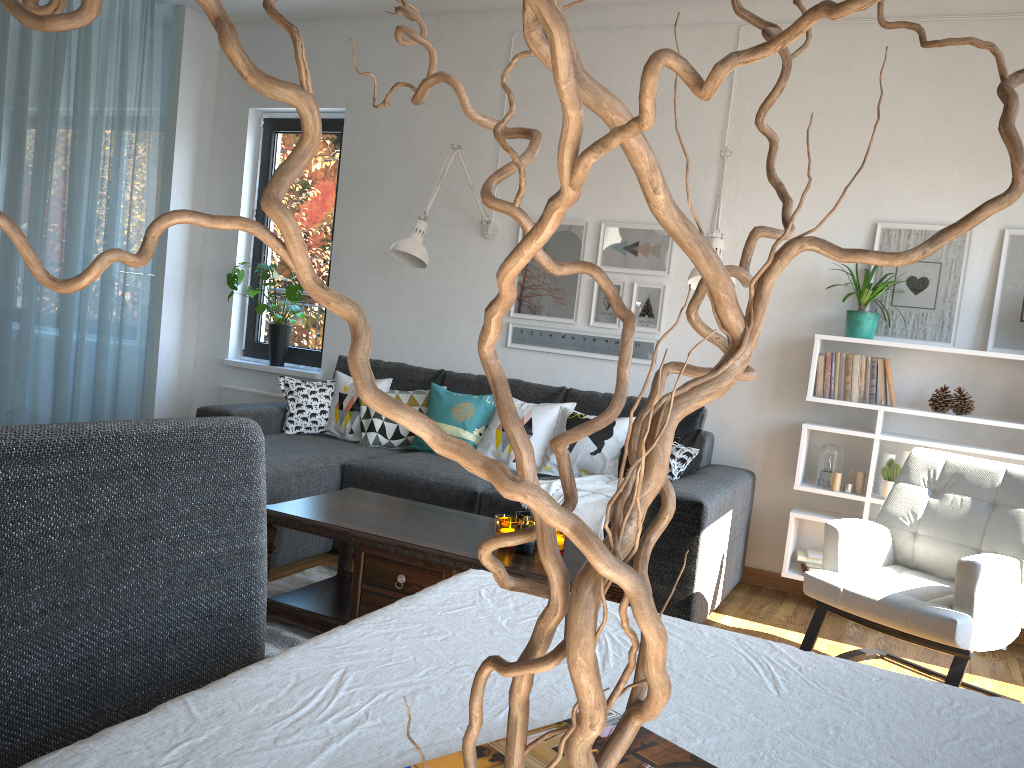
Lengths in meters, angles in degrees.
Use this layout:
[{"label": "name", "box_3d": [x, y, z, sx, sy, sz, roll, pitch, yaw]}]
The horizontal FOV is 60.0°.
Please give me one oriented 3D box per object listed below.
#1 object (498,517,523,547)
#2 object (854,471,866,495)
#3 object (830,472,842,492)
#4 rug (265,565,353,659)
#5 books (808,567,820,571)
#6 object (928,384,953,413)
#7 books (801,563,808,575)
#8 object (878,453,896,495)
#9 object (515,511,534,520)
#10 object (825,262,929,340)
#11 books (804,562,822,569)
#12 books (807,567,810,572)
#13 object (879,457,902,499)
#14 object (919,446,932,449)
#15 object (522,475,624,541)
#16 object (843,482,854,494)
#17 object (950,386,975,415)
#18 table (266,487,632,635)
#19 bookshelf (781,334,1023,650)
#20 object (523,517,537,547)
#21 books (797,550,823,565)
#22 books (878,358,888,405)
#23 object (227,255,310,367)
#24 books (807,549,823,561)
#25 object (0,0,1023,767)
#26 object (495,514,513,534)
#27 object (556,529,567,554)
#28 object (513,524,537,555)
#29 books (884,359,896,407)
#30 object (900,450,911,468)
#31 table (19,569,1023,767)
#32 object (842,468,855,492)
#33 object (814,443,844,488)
[{"label": "object", "box_3d": [-0.008, 0.477, 2.863, 0.079, 0.081, 0.079, 8, 5, 20]}, {"label": "object", "box_3d": [1.530, 0.436, 3.899, 0.039, 0.099, 0.039, 8, 5, 21]}, {"label": "object", "box_3d": [1.439, 0.428, 3.975, 0.079, 0.084, 0.176, 6, 4, -7]}, {"label": "rug", "box_3d": [-0.204, 0.902, 2.985, 1.812, 0.034, 1.051, 8, 4, 24]}, {"label": "books", "box_3d": [1.409, 0.829, 4.031, 0.123, 0.015, 0.211, 7, 4, 15]}, {"label": "object", "box_3d": [1.847, 0.062, 3.808, 0.095, 0.127, 0.102, 5, 5, -20]}, {"label": "books", "box_3d": [1.395, 0.857, 4.039, 0.145, 0.018, 0.184, 7, 4, 14]}, {"label": "object", "box_3d": [1.669, 0.402, 3.949, 0.051, 0.188, 0.051, 9, 6, 31]}, {"label": "object", "box_3d": [0.047, 0.475, 2.977, 0.079, 0.081, 0.079, 8, 5, 20]}, {"label": "object", "box_3d": [1.585, -0.381, 3.915, 0.424, 0.372, 0.387, 7, 5, 11]}, {"label": "books", "box_3d": [1.401, 0.814, 4.035, 0.140, 0.012, 0.184, 7, 4, 14]}, {"label": "books", "box_3d": [1.407, 0.844, 4.032, 0.123, 0.012, 0.211, 7, 4, 15]}, {"label": "object", "box_3d": [1.640, 0.416, 3.826, 0.088, 0.173, 0.087, 10, 6, 40]}, {"label": "object", "box_3d": [1.798, 0.396, 3.894, 0.051, 0.238, 0.051, 11, 7, 42]}, {"label": "object", "box_3d": [0.235, 0.492, 3.743, 0.488, 0.212, 0.605, 8, 4, 21]}, {"label": "object", "box_3d": [1.481, 0.458, 3.903, 0.040, 0.044, 0.040, 3, 6, -39]}, {"label": "object", "box_3d": [1.918, 0.074, 3.772, 0.101, 0.125, 0.096, 10, 6, 40]}, {"label": "table", "box_3d": [-0.253, 0.687, 3.017, 1.178, 0.409, 0.570, 8, 5, 25]}, {"label": "bookshelf", "box_3d": [1.851, 0.450, 3.810, 1.189, 1.202, 0.237, 8, 5, 25]}, {"label": "object", "box_3d": [0.071, 0.483, 2.903, 0.079, 0.081, 0.079, 8, 5, 20]}, {"label": "books", "box_3d": [1.395, 0.796, 4.043, 0.183, 0.020, 0.134, 8, 4, 16]}, {"label": "books", "box_3d": [1.627, -0.011, 3.892, 0.061, 0.211, 0.128, 9, 5, 26]}, {"label": "object", "box_3d": [-1.458, -0.441, 5.387, 0.657, 0.676, 0.447, 8, 5, 15]}, {"label": "books", "box_3d": [1.406, 0.783, 4.036, 0.115, 0.010, 0.141, 7, 4, 15]}, {"label": "object", "box_3d": [-0.019, -0.041, 0.311, 0.615, 0.786, 0.403, 6, 5, -1]}, {"label": "object", "box_3d": [-0.029, 0.476, 2.993, 0.059, 0.061, 0.060, 9, 5, 30]}, {"label": "object", "box_3d": [0.136, 0.496, 2.829, 0.079, 0.081, 0.079, 8, 5, 20]}, {"label": "object", "box_3d": [0.043, 0.489, 2.781, 0.079, 0.081, 0.079, 8, 5, 20]}, {"label": "books", "box_3d": [1.655, -0.006, 3.875, 0.070, 0.204, 0.132, 9, 5, 25]}, {"label": "object", "box_3d": [1.733, 0.399, 3.920, 0.051, 0.213, 0.051, 9, 6, 31]}, {"label": "table", "box_3d": [-0.033, 0.725, 0.460, 1.234, 0.764, 1.856, 8, 5, 25]}, {"label": "object", "box_3d": [1.521, 0.425, 3.973, 0.062, 0.108, 0.062, 9, 5, 25]}, {"label": "object", "box_3d": [1.440, 0.367, 4.019, 0.108, 0.198, 0.108, 10, 6, 36]}]
